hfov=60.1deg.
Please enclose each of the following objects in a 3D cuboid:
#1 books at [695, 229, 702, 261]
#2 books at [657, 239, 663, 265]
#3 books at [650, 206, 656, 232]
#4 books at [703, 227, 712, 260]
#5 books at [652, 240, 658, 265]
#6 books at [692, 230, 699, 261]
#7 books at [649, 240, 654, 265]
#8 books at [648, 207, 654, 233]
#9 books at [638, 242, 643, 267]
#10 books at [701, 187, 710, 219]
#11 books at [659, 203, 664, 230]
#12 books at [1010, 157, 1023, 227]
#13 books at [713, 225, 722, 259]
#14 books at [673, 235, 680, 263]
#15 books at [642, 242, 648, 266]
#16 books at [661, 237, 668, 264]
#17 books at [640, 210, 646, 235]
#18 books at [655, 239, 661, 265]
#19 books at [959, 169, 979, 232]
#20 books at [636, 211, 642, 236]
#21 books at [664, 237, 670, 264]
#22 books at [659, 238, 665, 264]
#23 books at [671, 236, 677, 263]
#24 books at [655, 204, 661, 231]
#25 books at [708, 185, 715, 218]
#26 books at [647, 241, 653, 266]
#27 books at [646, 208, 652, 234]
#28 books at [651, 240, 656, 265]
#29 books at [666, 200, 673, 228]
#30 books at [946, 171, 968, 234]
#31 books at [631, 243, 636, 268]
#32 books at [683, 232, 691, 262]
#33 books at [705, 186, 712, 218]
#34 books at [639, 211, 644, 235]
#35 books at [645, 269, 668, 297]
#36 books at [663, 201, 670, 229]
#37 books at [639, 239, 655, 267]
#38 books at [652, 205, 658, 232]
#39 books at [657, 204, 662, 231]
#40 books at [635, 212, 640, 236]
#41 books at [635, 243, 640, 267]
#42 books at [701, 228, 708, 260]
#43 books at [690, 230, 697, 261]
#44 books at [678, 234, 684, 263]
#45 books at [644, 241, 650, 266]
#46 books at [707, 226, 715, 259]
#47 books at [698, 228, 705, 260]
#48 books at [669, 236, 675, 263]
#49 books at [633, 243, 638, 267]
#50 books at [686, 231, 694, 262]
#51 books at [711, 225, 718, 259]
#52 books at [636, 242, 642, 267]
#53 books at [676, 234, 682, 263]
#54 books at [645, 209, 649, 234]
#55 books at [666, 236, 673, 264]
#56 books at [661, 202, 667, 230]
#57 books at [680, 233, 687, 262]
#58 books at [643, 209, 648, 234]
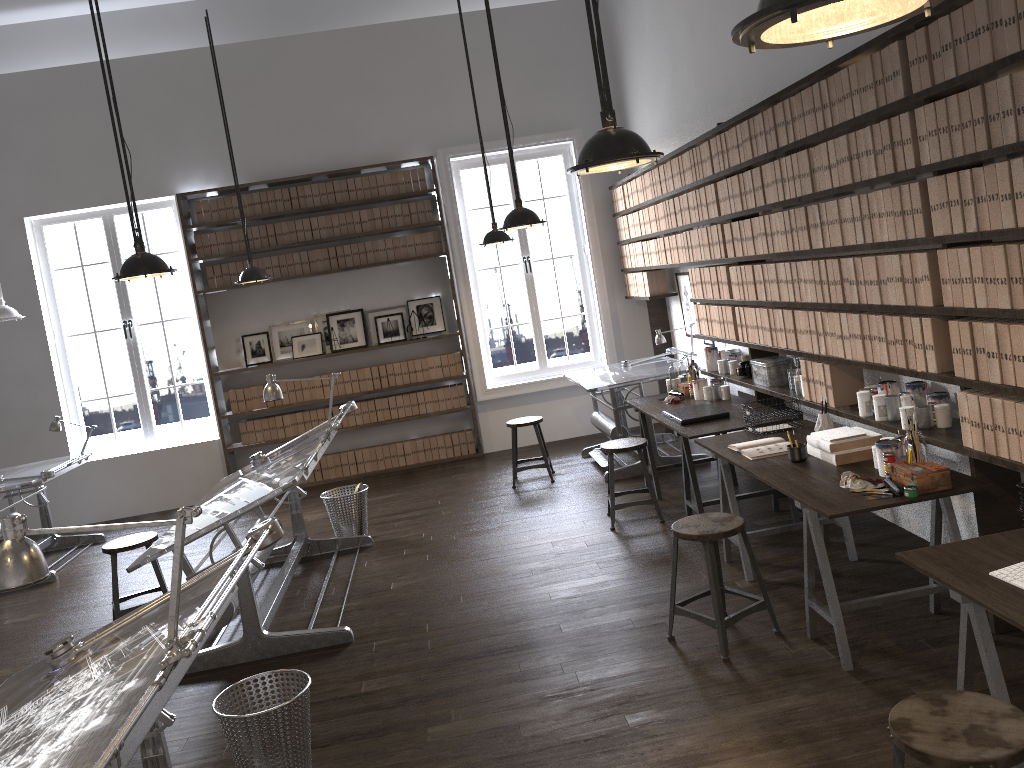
[{"bbox_3d":[1.410,-1.004,6.312,0.174,0.225,0.067,-10,4,-5],"label":"books"},{"bbox_3d":[1.313,-1.110,7.364,0.174,0.225,0.067,-10,4,-5],"label":"books"},{"bbox_3d":[1.262,-1.387,7.411,0.174,0.225,0.067,-10,4,-5],"label":"books"},{"bbox_3d":[1.428,-0.982,6.111,0.174,0.225,0.067,-10,4,-5],"label":"books"},{"bbox_3d":[1.295,-1.124,7.498,0.174,0.225,0.067,-10,4,-5],"label":"books"},{"bbox_3d":[1.407,-1.012,6.382,0.174,0.225,0.067,-10,4,-5],"label":"books"},{"bbox_3d":[1.289,-1.140,7.640,0.174,0.225,0.067,-10,4,-5],"label":"books"},{"bbox_3d":[1.257,-1.394,7.473,0.174,0.225,0.067,-10,4,-5],"label":"books"},{"bbox_3d":[1.249,-1.186,8.012,0.174,0.225,0.067,-10,4,-5],"label":"books"},{"bbox_3d":[1.393,-1.236,6.011,0.174,0.225,0.067,-10,4,-5],"label":"books"},{"bbox_3d":[1.289,-1.357,7.130,0.174,0.225,0.067,-10,4,-5],"label":"books"},{"bbox_3d":[1.740,-0.636,2.889,0.174,0.225,0.067,-10,4,-5],"label":"books"},{"bbox_3d":[1.449,-0.960,5.903,0.174,0.225,0.067,-10,4,-5],"label":"books"},{"bbox_3d":[1.356,-1.056,6.872,0.174,0.225,0.067,-10,4,-5],"label":"books"},{"bbox_3d":[1.264,-1.163,7.860,0.174,0.225,0.067,-10,4,-5],"label":"books"},{"bbox_3d":[1.323,-1.095,7.225,0.174,0.225,0.067,-10,4,-5],"label":"books"},{"bbox_3d":[1.228,-1.422,7.747,0.174,0.225,0.067,-10,4,-5],"label":"books"},{"bbox_3d":[1.302,-1.116,7.426,0.174,0.225,0.067,-10,4,-5],"label":"books"},{"bbox_3d":[1.713,-0.666,3.169,0.174,0.225,0.067,-10,4,-5],"label":"books"},{"bbox_3d":[1.213,-1.438,7.893,0.174,0.225,0.067,-10,4,-5],"label":"books"},{"bbox_3d":[1.336,-1.087,7.151,0.174,0.225,0.067,-10,4,-5],"label":"books"},{"bbox_3d":[1.321,-1.103,7.299,0.174,0.225,0.067,-10,4,-5],"label":"books"},{"bbox_3d":[1.355,-1.065,6.939,0.174,0.225,0.067,-10,4,-5],"label":"books"},{"bbox_3d":[1.277,-1.372,7.269,0.174,0.225,0.067,-10,4,-5],"label":"books"},{"bbox_3d":[1.408,-1.223,5.883,0.174,0.225,0.067,-10,4,-5],"label":"books"},{"bbox_3d":[1.281,-1.147,7.709,0.174,0.225,0.067,-10,4,-5],"label":"books"},{"bbox_3d":[1.246,-1.400,7.539,0.174,0.225,0.067,-10,4,-5],"label":"books"},{"bbox_3d":[1.292,-1.132,7.570,0.174,0.225,0.067,-10,4,-5],"label":"books"},{"bbox_3d":[1.310,-1.335,6.923,0.174,0.225,0.067,-10,4,-5],"label":"books"},{"bbox_3d":[1.703,-0.673,3.241,0.174,0.225,0.067,-10,4,-5],"label":"books"},{"bbox_3d":[1.218,-1.216,8.296,0.174,0.225,0.067,-10,4,-5],"label":"books"},{"bbox_3d":[1.381,-1.033,6.592,0.174,0.225,0.067,-10,4,-5],"label":"books"},{"bbox_3d":[1.404,-1.230,5.945,0.174,0.225,0.067,-10,4,-5],"label":"books"},{"bbox_3d":[1.226,-1.431,7.818,0.174,0.225,0.067,-10,4,-5],"label":"books"},{"bbox_3d":[1.300,-0.908,7.969,0.174,0.225,0.067,-10,4,-5],"label":"books"},{"bbox_3d":[1.299,-1.341,6.986,0.174,0.225,0.067,-10,4,-5],"label":"books"},{"bbox_3d":[1.251,-1.179,7.948,0.174,0.225,0.067,-10,4,-5],"label":"books"},{"bbox_3d":[1.267,-1.379,7.338,0.174,0.225,0.067,-10,4,-5],"label":"books"},{"bbox_3d":[1.286,-1.365,7.200,0.174,0.225,0.067,-10,4,-5],"label":"books"},{"bbox_3d":[1.212,-1.447,7.967,0.174,0.225,0.067,-10,4,-5],"label":"books"},{"bbox_3d":[1.238,-1.202,8.156,0.174,0.225,0.067,-10,4,-5],"label":"books"},{"bbox_3d":[1.426,-0.990,6.178,0.174,0.225,0.067,-10,4,-5],"label":"books"},{"bbox_3d":[1.402,-1.020,6.451,0.174,0.225,0.067,-10,4,-5],"label":"books"},{"bbox_3d":[1.371,-1.043,6.743,0.174,0.225,0.067,-10,4,-5],"label":"books"},{"bbox_3d":[1.270,-1.154,7.779,0.174,0.225,0.067,-10,4,-5],"label":"books"},{"bbox_3d":[1.440,-0.976,6.044,0.174,0.225,0.067,-10,4,-5],"label":"books"},{"bbox_3d":[1.418,-0.996,6.240,0.174,0.225,0.067,-10,4,-5],"label":"books"},{"bbox_3d":[1.349,-1.072,7.010,0.174,0.225,0.067,-10,4,-5],"label":"books"},{"bbox_3d":[1.228,-1.209,8.225,0.174,0.225,0.067,-10,4,-5],"label":"books"},{"bbox_3d":[1.391,-1.026,6.521,0.174,0.225,0.067,-10,4,-5],"label":"books"},{"bbox_3d":[1.447,-0.968,5.974,0.174,0.225,0.067,-10,4,-5],"label":"books"},{"bbox_3d":[1.243,-1.194,8.086,0.174,0.225,0.067,-10,4,-5],"label":"books"},{"bbox_3d":[1.367,-1.050,6.806,0.174,0.225,0.067,-10,4,-5],"label":"books"},{"bbox_3d":[1.246,-1.408,7.607,0.174,0.225,0.067,-10,4,-5],"label":"books"},{"bbox_3d":[1.338,-1.079,7.080,0.174,0.225,0.067,-10,4,-5],"label":"books"},{"bbox_3d":[1.292,-1.348,7.058,0.174,0.225,0.067,-10,4,-5],"label":"books"},{"bbox_3d":[1.376,-1.035,6.671,0.174,0.225,0.067,-10,4,-5],"label":"books"},{"bbox_3d":[1.239,-1.416,7.677,0.174,0.225,0.067,-10,4,-5],"label":"books"}]
